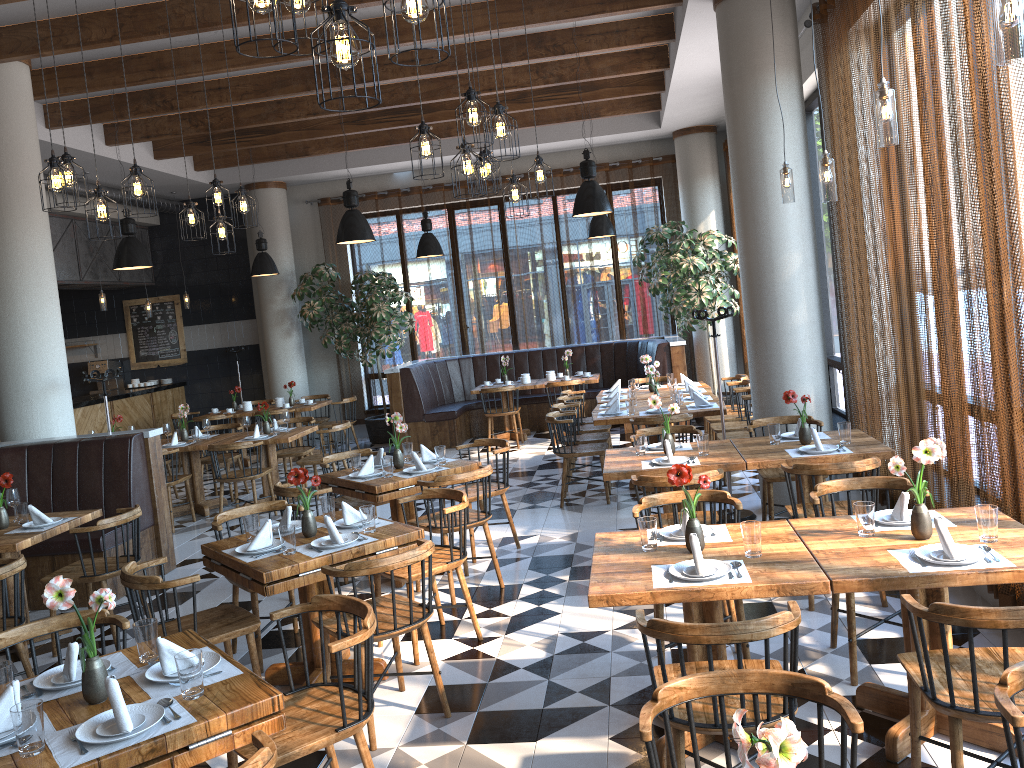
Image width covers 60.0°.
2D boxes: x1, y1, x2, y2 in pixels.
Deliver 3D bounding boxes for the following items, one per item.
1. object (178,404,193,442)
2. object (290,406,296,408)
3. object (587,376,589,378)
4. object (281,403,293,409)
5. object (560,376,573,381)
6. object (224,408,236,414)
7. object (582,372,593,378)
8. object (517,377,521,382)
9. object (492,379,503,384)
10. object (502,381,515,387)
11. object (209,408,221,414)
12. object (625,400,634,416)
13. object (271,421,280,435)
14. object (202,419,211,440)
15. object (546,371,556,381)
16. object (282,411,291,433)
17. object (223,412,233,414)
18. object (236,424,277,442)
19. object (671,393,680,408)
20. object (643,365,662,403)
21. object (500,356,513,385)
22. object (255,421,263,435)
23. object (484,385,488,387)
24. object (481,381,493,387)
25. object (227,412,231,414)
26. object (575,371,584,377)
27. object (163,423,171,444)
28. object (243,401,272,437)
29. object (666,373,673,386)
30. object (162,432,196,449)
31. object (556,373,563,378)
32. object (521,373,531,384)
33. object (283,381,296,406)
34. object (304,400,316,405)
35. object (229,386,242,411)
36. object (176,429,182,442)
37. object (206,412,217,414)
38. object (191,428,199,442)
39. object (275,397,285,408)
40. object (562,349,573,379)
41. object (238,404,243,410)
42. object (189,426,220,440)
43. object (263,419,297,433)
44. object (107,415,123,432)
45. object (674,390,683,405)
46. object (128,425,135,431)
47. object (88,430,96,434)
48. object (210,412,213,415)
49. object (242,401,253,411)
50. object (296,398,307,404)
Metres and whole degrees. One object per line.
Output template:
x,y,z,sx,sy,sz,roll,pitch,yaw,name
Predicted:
-3.457,0.411,9.379,0.147,0.399,0.206,-8,4,-33,object
-2.966,0.315,12.027,0.155,0.023,0.034,-3,5,33,object
1.024,-0.093,11.903,0.034,0.023,0.155,-6,5,-2,object
-3.080,0.300,12.099,0.175,0.067,0.176,-4,5,23,object
0.725,-0.075,11.823,0.176,0.067,0.176,-7,5,-9,object
-3.895,0.375,12.211,0.176,0.067,0.176,-9,5,-31,object
1.018,-0.124,12.035,0.176,0.067,0.176,-6,5,-2,object
0.152,-0.066,12.402,0.175,0.067,0.176,-4,5,18,object
-0.195,-0.037,12.480,0.176,0.067,0.175,-10,6,-37,object
-0.050,-0.006,11.951,0.175,0.067,0.176,-2,6,43,object
-4.191,0.381,12.490,0.176,0.067,0.176,-6,5,0,object
1.046,0.211,7.829,0.080,0.132,0.080,-6,3,-7,object
-2.446,0.457,9.182,0.080,0.132,0.080,-3,4,38,object
-3.239,0.479,9.407,0.081,0.215,0.081,-8,3,-29,object
0.528,-0.111,12.116,0.130,0.128,0.129,-9,5,-38,object
-2.361,0.397,9.290,0.081,0.215,0.081,-8,3,-29,object
-3.892,0.400,12.148,0.156,0.012,0.034,-9,6,-30,object
-2.608,0.487,9.006,0.351,0.137,0.272,-5,5,8,object
1.481,0.149,8.004,0.080,0.132,0.080,-6,3,-7,object
1.310,0.012,8.237,0.146,0.399,0.207,-5,3,13,object
-0.077,-0.193,12.212,0.146,0.399,0.206,-7,3,-25,object
-2.661,0.466,9.338,0.080,0.132,0.080,-3,4,43,object
-0.354,0.032,12.133,0.053,0.025,0.049,-6,5,-4,object
-0.346,0.001,12.231,0.176,0.067,0.176,-6,5,0,object
-3.868,0.402,12.116,0.053,0.025,0.049,-8,5,-24,object
0.948,-0.140,12.295,0.175,0.067,0.176,-4,5,21,object
-3.638,0.526,9.350,0.081,0.215,0.081,-6,3,-1,object
-2.655,0.361,9.247,0.295,0.354,0.166,-5,3,13,object
1.770,-0.049,9.914,0.080,0.132,0.080,-6,3,-7,object
-3.486,0.569,9.123,0.351,0.137,0.272,-5,5,8,object
0.672,-0.120,12.383,0.176,0.067,0.175,-10,6,-37,object
0.186,-0.072,12.084,0.130,0.128,0.129,-9,5,-38,object
-3.071,0.135,12.311,0.156,0.354,0.171,-8,4,-34,object
-2.797,0.255,12.273,0.176,0.067,0.176,-7,5,-7,object
-3.874,0.207,12.452,0.171,0.354,0.156,-6,3,-6,object
-3.539,0.548,9.455,0.080,0.132,0.080,-5,4,23,object
-4.211,0.409,12.430,0.156,0.012,0.034,-7,5,-10,object
-3.323,0.539,9.300,0.080,0.132,0.080,-3,4,38,object
-3.262,0.257,12.446,0.130,0.128,0.129,-9,5,-38,object
0.765,-0.267,12.057,0.146,0.399,0.207,-5,3,13,object
-3.865,0.330,12.684,0.175,0.067,0.176,-4,5,21,object
-3.410,0.515,9.642,0.351,0.137,0.272,-5,5,8,object
-2.533,0.434,9.525,0.351,0.137,0.272,-5,5,8,object
-4.252,0.505,9.515,0.171,0.354,0.156,-9,4,-45,object
1.542,0.127,8.184,0.080,0.132,0.080,-6,3,-7,object
-4.080,0.557,9.520,0.081,0.215,0.081,-6,3,-1,object
-4.480,0.604,9.463,0.081,0.215,0.081,-6,3,-1,object
-4.200,0.412,12.392,0.053,0.025,0.049,-6,5,-4,object
-3.694,0.310,12.364,0.130,0.128,0.129,-9,5,-38,object
-2.989,0.244,12.618,0.176,0.067,0.175,-10,6,-37,object
